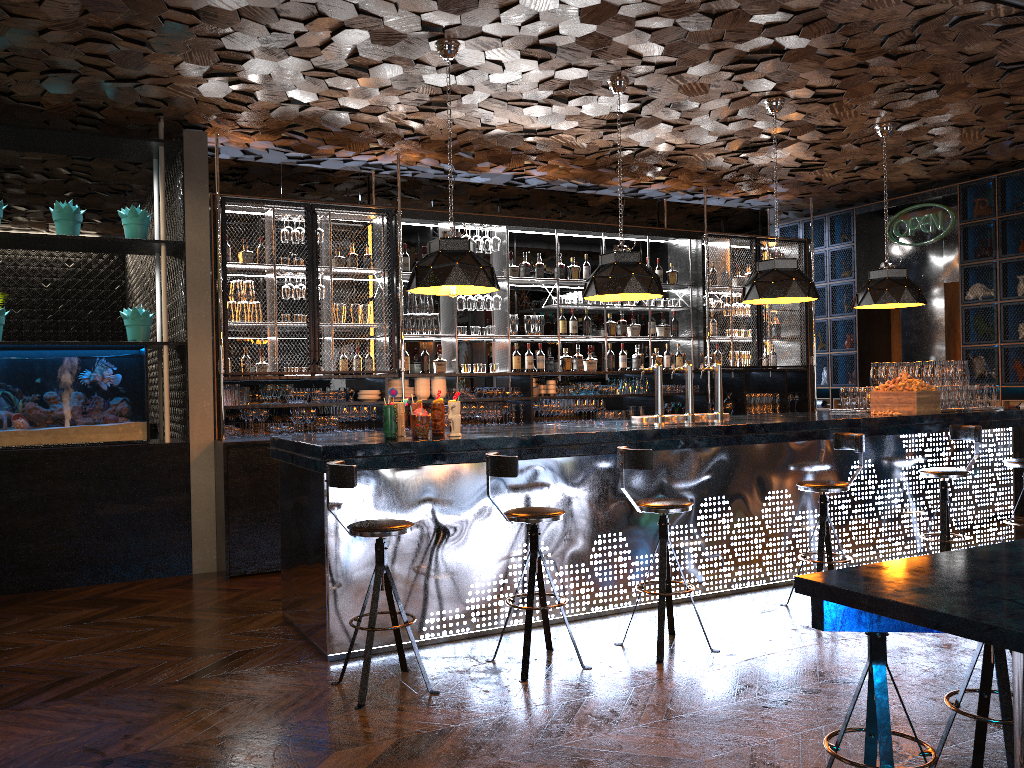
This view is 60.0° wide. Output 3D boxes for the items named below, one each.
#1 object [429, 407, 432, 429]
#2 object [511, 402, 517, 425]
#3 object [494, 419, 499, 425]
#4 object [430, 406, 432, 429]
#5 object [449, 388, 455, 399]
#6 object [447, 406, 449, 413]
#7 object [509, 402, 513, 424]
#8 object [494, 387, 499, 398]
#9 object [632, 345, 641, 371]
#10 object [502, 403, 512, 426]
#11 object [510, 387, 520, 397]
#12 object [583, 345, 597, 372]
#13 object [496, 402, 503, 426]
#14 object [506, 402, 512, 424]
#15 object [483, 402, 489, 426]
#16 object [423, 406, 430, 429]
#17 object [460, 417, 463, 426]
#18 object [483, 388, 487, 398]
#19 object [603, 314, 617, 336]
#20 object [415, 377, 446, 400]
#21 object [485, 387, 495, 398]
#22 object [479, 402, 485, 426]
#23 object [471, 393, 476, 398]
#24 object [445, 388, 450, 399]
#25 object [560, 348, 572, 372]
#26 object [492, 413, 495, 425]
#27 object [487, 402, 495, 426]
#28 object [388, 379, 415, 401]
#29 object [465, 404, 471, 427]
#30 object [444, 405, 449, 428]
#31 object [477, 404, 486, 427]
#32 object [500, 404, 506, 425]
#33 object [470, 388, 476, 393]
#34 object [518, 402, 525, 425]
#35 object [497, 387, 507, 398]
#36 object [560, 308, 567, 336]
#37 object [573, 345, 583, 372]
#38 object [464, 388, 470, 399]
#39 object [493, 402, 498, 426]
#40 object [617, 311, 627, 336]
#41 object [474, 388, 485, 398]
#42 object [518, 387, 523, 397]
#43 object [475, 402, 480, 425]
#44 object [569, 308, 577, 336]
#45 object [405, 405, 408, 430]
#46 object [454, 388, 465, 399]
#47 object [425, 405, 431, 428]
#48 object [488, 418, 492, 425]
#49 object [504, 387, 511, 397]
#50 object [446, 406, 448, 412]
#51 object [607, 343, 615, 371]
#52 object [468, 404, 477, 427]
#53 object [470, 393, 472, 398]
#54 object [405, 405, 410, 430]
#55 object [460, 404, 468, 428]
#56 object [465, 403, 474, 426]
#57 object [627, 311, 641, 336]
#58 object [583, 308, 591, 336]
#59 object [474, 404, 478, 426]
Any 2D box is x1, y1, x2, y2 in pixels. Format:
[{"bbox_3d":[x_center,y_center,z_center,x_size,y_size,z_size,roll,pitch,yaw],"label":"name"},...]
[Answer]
[{"bbox_3d":[-0.752,0.309,8.305,0.082,0.213,0.082,-1,0,39],"label":"object"},{"bbox_3d":[0.020,0.290,8.692,0.071,0.217,0.071,-1,0,-19],"label":"object"},{"bbox_3d":[-0.171,0.294,8.803,0.092,0.218,0.092,-1,0,23],"label":"object"},{"bbox_3d":[-0.716,0.308,8.226,0.082,0.213,0.082,-1,0,2],"label":"object"},{"bbox_3d":[-0.552,0.092,8.439,0.089,0.100,0.100,-1,0,35],"label":"object"},{"bbox_3d":[-0.577,0.305,8.398,0.082,0.213,0.082,-1,0,43],"label":"object"},{"bbox_3d":[0.007,0.290,8.779,0.071,0.217,0.071,-1,0,-19],"label":"object"},{"bbox_3d":[-0.152,0.082,8.649,0.093,0.099,0.093,-1,0,34],"label":"object"},{"bbox_3d":[1.347,-0.279,9.544,0.083,0.282,0.083,-1,0,-43],"label":"object"},{"bbox_3d":[-0.047,0.292,8.595,0.092,0.218,0.092,-1,0,23],"label":"object"},{"bbox_3d":[0.030,0.080,8.615,0.095,0.096,0.095,-1,0,36],"label":"object"},{"bbox_3d":[0.815,-0.265,9.250,0.123,0.279,0.123,-1,0,-14],"label":"object"},{"bbox_3d":[-0.120,0.289,8.522,0.071,0.226,0.071,-1,0,34],"label":"object"},{"bbox_3d":[-0.019,0.291,8.855,0.071,0.217,0.071,-1,0,-19],"label":"object"},{"bbox_3d":[-0.244,0.291,8.597,0.071,0.226,0.071,-1,0,34],"label":"object"},{"bbox_3d":[-0.795,0.310,8.184,0.082,0.213,0.082,-1,0,2],"label":"object"},{"bbox_3d":[-0.495,0.301,8.633,0.084,0.216,0.084,-1,0,-29],"label":"object"},{"bbox_3d":[-0.261,0.085,8.649,0.093,0.099,0.093,-1,0,-40],"label":"object"},{"bbox_3d":[1.039,-0.618,9.386,0.151,0.248,0.094,-1,0,-39],"label":"object"},{"bbox_3d":[-0.762,0.037,8.293,0.309,0.216,0.149,-1,0,-30],"label":"object"},{"bbox_3d":[-0.211,0.084,8.553,0.093,0.099,0.093,-1,0,-11],"label":"object"},{"bbox_3d":[-0.284,0.292,8.681,0.071,0.226,0.071,-1,0,34],"label":"object"},{"bbox_3d":[-0.364,0.113,8.438,0.049,0.048,0.044,-1,0,15],"label":"object"},{"bbox_3d":[-0.607,0.093,8.545,0.100,0.100,0.089,-1,0,-20],"label":"object"},{"bbox_3d":[0.550,-0.244,9.126,0.151,0.248,0.094,-1,0,-39],"label":"object"},{"bbox_3d":[-0.182,0.294,8.675,0.092,0.218,0.092,-1,0,23],"label":"object"},{"bbox_3d":[-0.204,0.291,8.523,0.071,0.226,0.071,-1,0,34],"label":"object"},{"bbox_3d":[-1.051,0.054,8.179,0.306,0.195,0.300,-1,0,-26],"label":"object"},{"bbox_3d":[-0.431,0.300,8.516,0.084,0.216,0.084,-1,0,-35],"label":"object"},{"bbox_3d":[-0.624,0.306,8.274,0.082,0.213,0.082,-1,0,6],"label":"object"},{"bbox_3d":[-0.292,0.297,8.441,0.084,0.216,0.084,-1,0,15],"label":"object"},{"bbox_3d":[-0.083,0.292,8.698,0.092,0.218,0.092,-1,0,23],"label":"object"},{"bbox_3d":[-0.381,0.087,8.647,0.109,0.100,0.109,-1,0,-44],"label":"object"},{"bbox_3d":[0.093,0.289,8.686,0.071,0.217,0.071,-1,0,-19],"label":"object"},{"bbox_3d":[-0.100,0.081,8.558,0.093,0.099,0.093,-1,0,-8],"label":"object"},{"bbox_3d":[0.516,-0.632,9.120,0.086,0.299,0.086,-1,0,21],"label":"object"},{"bbox_3d":[0.686,-0.265,9.198,0.083,0.282,0.083,-1,0,-28],"label":"object"},{"bbox_3d":[-0.445,0.089,8.430,0.089,0.100,0.100,-1,0,9],"label":"object"},{"bbox_3d":[-0.158,0.290,8.593,0.071,0.226,0.071,-1,0,34],"label":"object"},{"bbox_3d":[1.175,-0.639,9.458,0.083,0.282,0.083,-1,0,-28],"label":"object"},{"bbox_3d":[-0.308,0.086,8.506,0.109,0.100,0.109,-1,0,-44],"label":"object"},{"bbox_3d":[0.060,0.079,8.711,0.095,0.096,0.095,-1,0,-4],"label":"object"},{"bbox_3d":[-0.329,0.293,8.746,0.071,0.226,0.071,-1,0,34],"label":"object"},{"bbox_3d":[0.633,-0.636,9.210,0.086,0.298,0.086,-1,0,21],"label":"object"},{"bbox_3d":[-0.988,0.306,8.116,0.073,0.229,0.073,-1,0,-39],"label":"object"},{"bbox_3d":[-0.492,0.090,8.342,0.100,0.100,0.089,-1,0,-23],"label":"object"},{"bbox_3d":[-0.787,0.310,8.389,0.082,0.213,0.082,-1,0,-7],"label":"object"},{"bbox_3d":[-0.226,0.295,8.773,0.092,0.218,0.092,-1,0,23],"label":"object"},{"bbox_3d":[-0.041,0.082,8.695,0.095,0.096,0.095,-1,0,-27],"label":"object"},{"bbox_3d":[-0.618,0.306,8.478,0.082,0.213,0.082,-1,0,-40],"label":"object"},{"bbox_3d":[1.036,-0.281,9.353,0.086,0.297,0.086,-1,0,6],"label":"object"},{"bbox_3d":[-0.373,0.299,8.398,0.084,0.216,0.084,-1,0,-12],"label":"object"},{"bbox_3d":[-0.392,0.114,8.487,0.044,0.048,0.049,-1,0,5],"label":"object"},{"bbox_3d":[-0.979,0.305,8.198,0.073,0.229,0.073,-1,0,-39],"label":"object"},{"bbox_3d":[-0.457,0.301,8.356,0.084,0.216,0.084,-1,0,-39],"label":"object"},{"bbox_3d":[-0.418,0.300,8.681,0.084,0.216,0.084,-1,0,-5],"label":"object"},{"bbox_3d":[1.304,-0.639,9.510,0.123,0.279,0.123,-1,0,-14],"label":"object"},{"bbox_3d":[0.781,-0.639,9.255,0.086,0.297,0.086,-1,0,21],"label":"object"},{"bbox_3d":[-0.358,0.299,8.561,0.084,0.216,0.084,-1,0,15],"label":"object"}]
